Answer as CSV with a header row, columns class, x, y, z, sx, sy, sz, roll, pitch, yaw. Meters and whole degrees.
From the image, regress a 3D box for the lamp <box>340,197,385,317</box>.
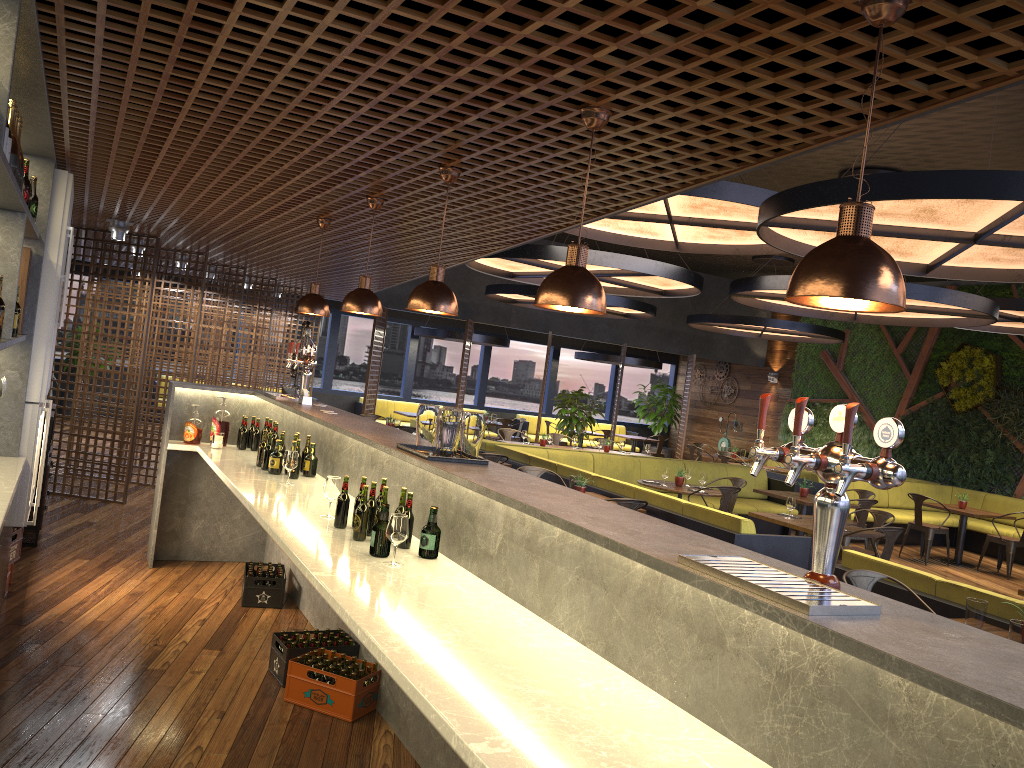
class,x,y,z,sx,sy,sz,roll,pitch,yaw
lamp,-0.840,-0.746,5.185,0.250,0.673,0.250,8,1,6

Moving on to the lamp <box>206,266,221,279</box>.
class,x,y,z,sx,sy,sz,roll,pitch,yaw
lamp,-4.058,-1.495,11.935,0.228,0.172,0.228,7,1,-26

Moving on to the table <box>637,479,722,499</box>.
class,x,y,z,sx,sy,sz,roll,pitch,yaw
table,1.912,1.569,10.288,1.007,0.760,1.007,8,1,11

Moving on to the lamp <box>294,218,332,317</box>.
class,x,y,z,sx,sy,sz,roll,pitch,yaw
lamp,-1.371,-0.826,6.267,0.250,0.673,0.250,8,1,6

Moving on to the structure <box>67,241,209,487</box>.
class,x,y,z,sx,sy,sz,roll,pitch,yaw
structure,-4.293,-0.219,10.153,1.319,2.700,0.050,8,1,4

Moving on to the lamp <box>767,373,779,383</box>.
class,x,y,z,sx,sy,sz,roll,pitch,yaw
lamp,5.729,-0.146,19.576,0.189,0.215,0.215,7,1,-26

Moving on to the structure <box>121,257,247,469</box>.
class,x,y,z,sx,sy,sz,roll,pitch,yaw
structure,-4.216,-0.221,11.354,1.319,2.700,0.050,8,1,4

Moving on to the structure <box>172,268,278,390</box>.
class,x,y,z,sx,sy,sz,roll,pitch,yaw
structure,-4.140,-0.222,12.555,1.319,2.700,0.050,8,1,4

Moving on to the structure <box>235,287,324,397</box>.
class,x,y,z,sx,sy,sz,roll,pitch,yaw
structure,-3.987,-0.225,14.958,1.319,2.700,0.050,8,1,4

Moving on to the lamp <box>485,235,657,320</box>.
class,x,y,z,sx,sy,sz,roll,pitch,yaw
lamp,1.031,-1.974,14.378,2.778,1.475,2.778,7,1,-26

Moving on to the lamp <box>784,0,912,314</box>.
class,x,y,z,sx,sy,sz,roll,pitch,yaw
lamp,0.763,-0.505,1.920,0.250,0.673,0.250,7,1,-39

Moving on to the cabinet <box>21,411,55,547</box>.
class,x,y,z,sx,sy,sz,roll,pitch,yaw
cabinet,-3.895,0.717,6.995,0.473,1.007,0.553,7,1,-26

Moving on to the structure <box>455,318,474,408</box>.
class,x,y,z,sx,sy,sz,roll,pitch,yaw
structure,-0.937,0.162,16.315,0.050,2.700,0.852,8,1,4

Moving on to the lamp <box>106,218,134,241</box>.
class,x,y,z,sx,sy,sz,roll,pitch,yaw
lamp,-3.573,-1.395,8.060,0.228,0.172,0.228,7,1,-26

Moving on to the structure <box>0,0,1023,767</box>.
class,x,y,z,sx,sy,sz,roll,pitch,yaw
structure,-1.168,0.248,4.156,2.700,2.700,9.298,7,1,-26

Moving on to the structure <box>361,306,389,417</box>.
class,x,y,z,sx,sy,sz,roll,pitch,yaw
structure,-2.448,-0.029,15.559,0.050,2.700,0.852,8,1,4

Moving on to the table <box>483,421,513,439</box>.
class,x,y,z,sx,sy,sz,roll,pitch,yaw
table,-0.621,1.159,18.466,0.906,0.763,0.887,7,1,-27

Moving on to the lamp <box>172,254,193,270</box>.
class,x,y,z,sx,sy,sz,roll,pitch,yaw
lamp,-4.020,-1.479,10.785,0.228,0.172,0.228,7,1,-26

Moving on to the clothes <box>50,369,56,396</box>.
class,x,y,z,sx,sy,sz,roll,pitch,yaw
clothes,-7.773,-0.114,14.818,0.401,1.494,0.423,7,1,-31

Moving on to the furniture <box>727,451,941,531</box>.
class,x,y,z,sx,sy,sz,roll,pitch,yaw
furniture,4.836,1.817,16.403,3.378,0.916,4.755,7,1,-26

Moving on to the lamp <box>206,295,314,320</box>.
class,x,y,z,sx,sy,sz,roll,pitch,yaw
lamp,-4.517,-2.415,16.449,1.979,2.172,1.979,7,1,-20

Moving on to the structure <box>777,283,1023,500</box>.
class,x,y,z,sx,sy,sz,roll,pitch,yaw
structure,7.912,0.378,15.100,0.918,4.593,9.182,7,1,-27

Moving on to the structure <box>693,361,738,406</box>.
class,x,y,z,sx,sy,sz,roll,pitch,yaw
structure,4.861,-0.036,21.411,0.058,1.178,1.791,7,1,-26

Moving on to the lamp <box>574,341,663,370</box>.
class,x,y,z,sx,sy,sz,roll,pitch,yaw
lamp,2.526,-1.527,19.971,1.979,2.172,1.979,7,1,-41

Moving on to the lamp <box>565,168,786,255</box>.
class,x,y,z,sx,sy,sz,roll,pitch,yaw
lamp,1.537,-2.027,8.210,2.778,1.159,2.778,8,1,24

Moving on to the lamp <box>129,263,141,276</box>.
class,x,y,z,sx,sy,sz,roll,pitch,yaw
lamp,-5.622,-1.713,13.252,0.228,0.172,0.228,7,1,-26

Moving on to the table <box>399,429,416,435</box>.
class,x,y,z,sx,sy,sz,roll,pitch,yaw
table,-1.836,1.053,12.865,0.887,0.763,0.906,7,1,-27

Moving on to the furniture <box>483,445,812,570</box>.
class,x,y,z,sx,sy,sz,roll,pitch,yaw
furniture,1.869,1.479,11.244,4.895,0.914,7.462,7,1,-31

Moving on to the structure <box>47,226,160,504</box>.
class,x,y,z,sx,sy,sz,roll,pitch,yaw
structure,-4.369,-0.218,8.952,1.319,2.700,0.050,8,1,4

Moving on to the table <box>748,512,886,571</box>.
class,x,y,z,sx,sy,sz,roll,pitch,yaw
table,2.873,1.712,8.531,0.906,0.763,0.887,7,1,-27

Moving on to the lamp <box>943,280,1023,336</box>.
class,x,y,z,sx,sy,sz,roll,pitch,yaw
lamp,6.831,-1.367,11.791,2.778,1.159,2.778,7,1,-36

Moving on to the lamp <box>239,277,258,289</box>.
class,x,y,z,sx,sy,sz,roll,pitch,yaw
lamp,-3.920,-1.489,13.150,0.228,0.172,0.228,7,1,-26

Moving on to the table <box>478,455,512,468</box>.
class,x,y,z,sx,sy,sz,roll,pitch,yaw
table,-0.645,1.233,10.448,0.887,0.763,0.906,7,1,-27

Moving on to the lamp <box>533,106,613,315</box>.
class,x,y,z,sx,sy,sz,roll,pitch,yaw
lamp,0.239,-0.584,2.988,0.250,0.673,0.250,8,1,6

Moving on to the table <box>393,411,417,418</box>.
class,x,y,z,sx,sy,sz,roll,pitch,yaw
table,-1.865,1.002,17.840,0.887,0.763,0.906,7,1,-27

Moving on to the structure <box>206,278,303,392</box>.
class,x,y,z,sx,sy,sz,roll,pitch,yaw
structure,-4.063,-0.224,13.757,1.319,2.700,0.050,8,1,4

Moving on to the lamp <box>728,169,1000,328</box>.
class,x,y,z,sx,sy,sz,roll,pitch,yaw
lamp,3.917,-1.552,9.836,2.778,1.475,2.778,8,1,23

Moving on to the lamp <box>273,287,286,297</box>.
class,x,y,z,sx,sy,sz,roll,pitch,yaw
lamp,-3.812,-1.486,14.382,0.228,0.172,0.228,7,1,-26

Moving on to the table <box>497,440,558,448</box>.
class,x,y,z,sx,sy,sz,roll,pitch,yaw
table,0.315,1.328,13.604,0.906,0.763,0.887,7,1,-27

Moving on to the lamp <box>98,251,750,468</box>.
class,x,y,z,sx,sy,sz,roll,pitch,yaw
lamp,-0.998,0.184,12.430,9.057,2.714,3.017,7,1,-26

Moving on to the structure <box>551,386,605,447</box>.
class,x,y,z,sx,sy,sz,roll,pitch,yaw
structure,1.115,0.901,16.650,0.993,1.763,1.166,8,1,34

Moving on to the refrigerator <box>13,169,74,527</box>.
class,x,y,z,sx,sy,sz,roll,pitch,yaw
refrigerator,-3.141,-0.260,5.654,0.454,2.109,1.159,7,1,-26

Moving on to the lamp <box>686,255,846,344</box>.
class,x,y,z,sx,sy,sz,roll,pitch,yaw
lamp,4.652,-1.592,16.095,2.778,1.362,2.778,8,1,28

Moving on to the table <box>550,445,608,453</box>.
class,x,y,z,sx,sy,sz,roll,pitch,yaw
table,1.121,1.430,14.007,0.906,0.763,0.887,7,1,-27

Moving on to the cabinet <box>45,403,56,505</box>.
class,x,y,z,sx,sy,sz,roll,pitch,yaw
cabinet,-4.201,0.671,7.618,0.473,1.007,0.553,7,1,-26

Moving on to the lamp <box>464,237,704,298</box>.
class,x,y,z,sx,sy,sz,roll,pitch,yaw
lamp,0.912,-1.951,10.367,2.778,1.475,2.778,7,1,-22

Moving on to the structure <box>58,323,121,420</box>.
class,x,y,z,sx,sy,sz,roll,pitch,yaw
structure,-7.792,-0.263,16.216,0.993,1.763,1.166,8,1,34

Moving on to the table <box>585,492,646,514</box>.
class,x,y,z,sx,sy,sz,roll,pitch,yaw
table,0.542,1.411,8.030,0.887,0.763,0.906,7,1,-27

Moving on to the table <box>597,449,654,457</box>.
class,x,y,z,sx,sy,sz,roll,pitch,yaw
table,1.922,1.531,14.414,0.906,0.763,0.887,7,1,-27

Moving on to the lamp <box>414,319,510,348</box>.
class,x,y,z,sx,sy,sz,roll,pitch,yaw
lamp,-0.894,-1.957,18.261,1.979,2.172,1.979,8,1,19

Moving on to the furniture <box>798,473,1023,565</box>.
class,x,y,z,sx,sy,sz,roll,pitch,yaw
furniture,6.872,2.125,12.249,3.372,0.914,4.503,7,1,-26

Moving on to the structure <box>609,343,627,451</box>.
class,x,y,z,sx,sy,sz,roll,pitch,yaw
structure,2.085,0.543,17.826,0.050,2.700,0.852,8,1,4

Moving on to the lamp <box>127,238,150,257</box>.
class,x,y,z,sx,sy,sz,roll,pitch,yaw
lamp,-4.053,-1.472,9.598,0.228,0.172,0.228,7,1,-26

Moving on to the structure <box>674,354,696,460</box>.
class,x,y,z,sx,sy,sz,roll,pitch,yaw
structure,3.596,0.734,18.582,0.050,2.700,0.852,8,1,4

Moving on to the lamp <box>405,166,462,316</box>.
class,x,y,z,sx,sy,sz,roll,pitch,yaw
lamp,-0.332,-0.669,4.151,0.250,0.673,0.250,8,1,6

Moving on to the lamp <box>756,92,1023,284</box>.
class,x,y,z,sx,sy,sz,roll,pitch,yaw
lamp,3.127,-1.617,5.807,2.778,1.475,2.778,8,1,28

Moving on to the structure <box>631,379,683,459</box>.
class,x,y,z,sx,sy,sz,roll,pitch,yaw
structure,3.634,0.968,21.824,1.493,2.184,1.272,7,1,-26

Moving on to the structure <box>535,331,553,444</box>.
class,x,y,z,sx,sy,sz,roll,pitch,yaw
structure,0.574,0.353,17.071,0.050,2.700,0.852,8,1,4
